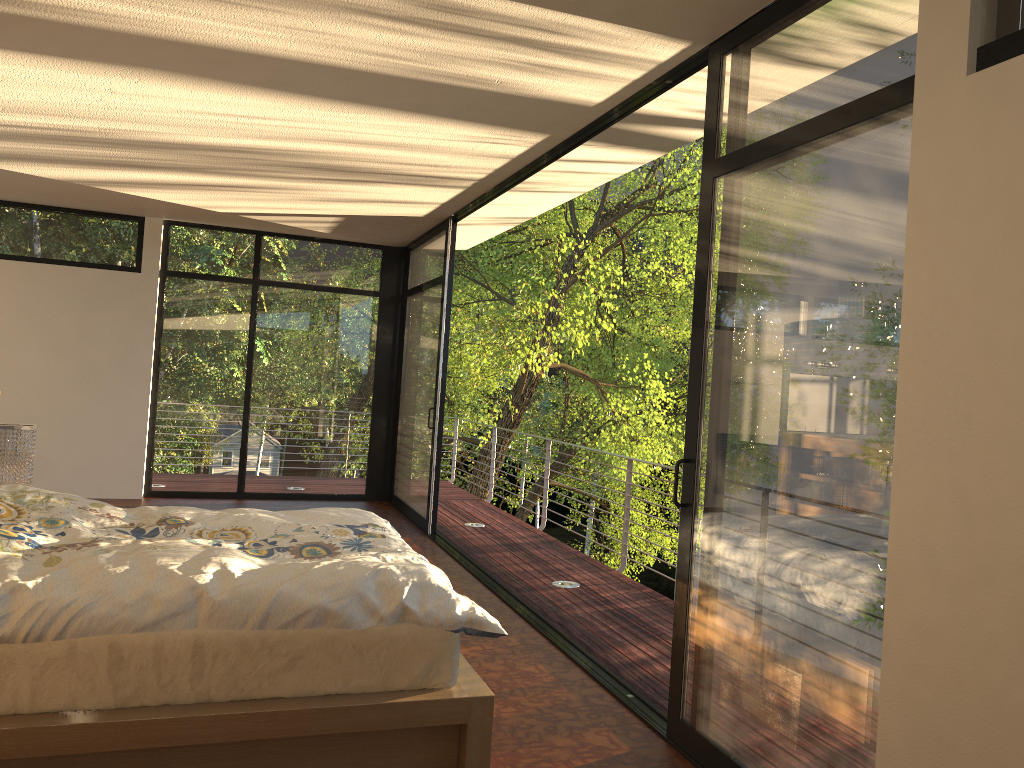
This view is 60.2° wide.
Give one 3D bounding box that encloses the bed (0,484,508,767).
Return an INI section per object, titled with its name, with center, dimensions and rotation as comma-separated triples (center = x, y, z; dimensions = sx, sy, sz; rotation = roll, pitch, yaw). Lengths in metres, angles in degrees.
[bed]
center = -1.301, 0.783, 3.180
dimensions = 2.201, 0.712, 1.788
rotation = 4, 0, -20

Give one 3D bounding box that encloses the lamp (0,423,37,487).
[lamp]
center = -2.533, 0.559, 4.410
dimensions = 0.266, 0.730, 0.159
rotation = 4, -1, -20

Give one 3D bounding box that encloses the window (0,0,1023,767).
[window]
center = -2.770, -0.217, 2.773
dimensions = 6.996, 2.514, 10.083
rotation = 4, 0, -19
